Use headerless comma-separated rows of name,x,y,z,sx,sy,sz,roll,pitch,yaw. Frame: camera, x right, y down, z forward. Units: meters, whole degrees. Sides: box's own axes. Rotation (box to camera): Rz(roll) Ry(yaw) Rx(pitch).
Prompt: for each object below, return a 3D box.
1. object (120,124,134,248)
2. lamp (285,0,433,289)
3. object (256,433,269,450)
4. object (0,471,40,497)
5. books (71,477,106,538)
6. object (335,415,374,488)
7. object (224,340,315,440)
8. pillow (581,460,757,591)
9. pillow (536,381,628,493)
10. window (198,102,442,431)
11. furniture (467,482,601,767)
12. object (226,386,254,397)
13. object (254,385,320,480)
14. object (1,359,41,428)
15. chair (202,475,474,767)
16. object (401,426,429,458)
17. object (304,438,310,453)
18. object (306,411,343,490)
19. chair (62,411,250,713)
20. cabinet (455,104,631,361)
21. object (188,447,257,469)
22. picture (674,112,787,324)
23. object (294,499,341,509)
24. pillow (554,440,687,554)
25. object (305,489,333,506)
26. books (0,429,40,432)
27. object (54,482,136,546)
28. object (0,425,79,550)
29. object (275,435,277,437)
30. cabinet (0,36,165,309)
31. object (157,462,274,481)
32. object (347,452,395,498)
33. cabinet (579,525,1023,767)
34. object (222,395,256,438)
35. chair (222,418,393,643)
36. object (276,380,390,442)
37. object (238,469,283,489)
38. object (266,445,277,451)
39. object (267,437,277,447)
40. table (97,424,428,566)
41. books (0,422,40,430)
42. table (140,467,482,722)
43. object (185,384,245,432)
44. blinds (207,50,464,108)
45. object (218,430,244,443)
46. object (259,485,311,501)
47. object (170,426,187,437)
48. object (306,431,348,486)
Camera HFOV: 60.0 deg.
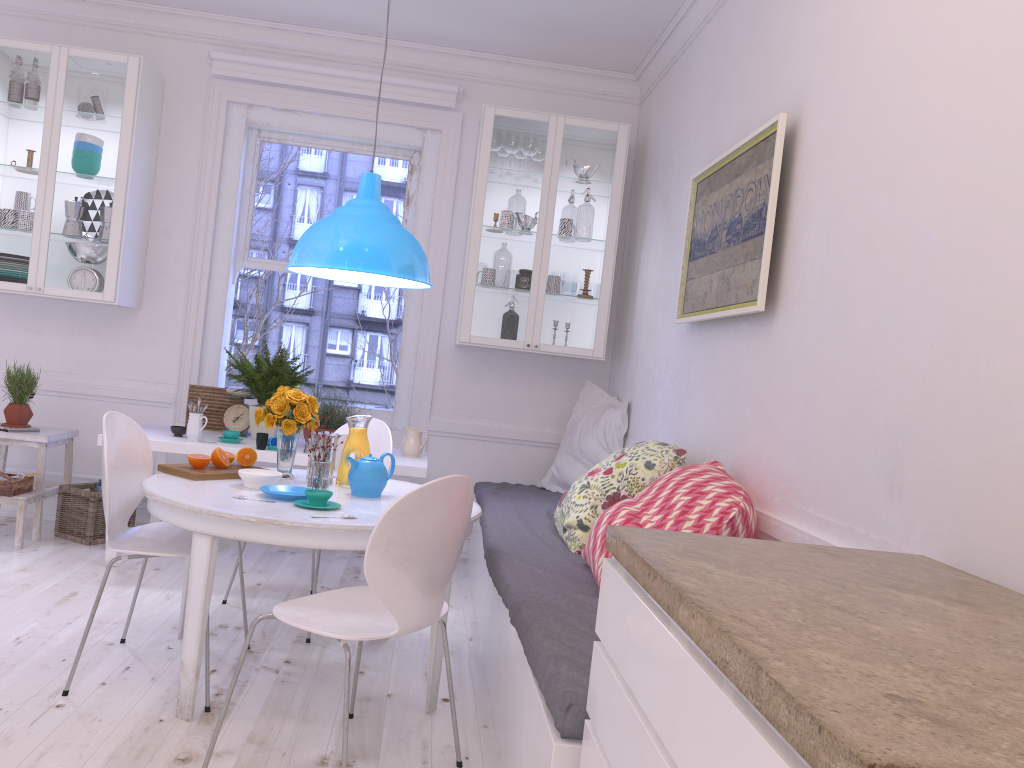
object,-2.433,-1.118,4.814,0.811,0.651,0.376,6,1,-5
lamp,-0.481,-1.375,3.424,0.568,1.948,0.568,7,1,29
object,-1.186,0.271,4.187,0.055,0.077,0.070,7,1,20
object,-2.531,0.470,4.344,0.358,0.110,0.211,6,1,-3
books,-2.181,0.645,4.689,0.221,0.306,0.205,7,1,28
object,-0.576,0.248,3.279,0.094,0.267,0.116,7,1,21
object,-1.276,0.028,4.614,0.438,0.527,0.368,6,1,-5
pillow,0.503,0.455,2.812,0.491,0.424,0.587,6,1,-3
pillow,0.435,0.306,4.928,0.374,0.642,0.677,6,1,-35
window,-1.129,-0.673,5.264,1.234,1.782,0.181,6,1,-5
furniture,0.250,0.849,3.454,0.769,0.508,3.296,6,1,-5
object,-1.439,0.043,4.726,0.164,0.047,0.163,7,1,44
object,-0.829,0.177,3.288,0.234,0.351,0.235,6,1,-40
object,-2.523,0.037,4.564,0.196,0.367,0.186,7,1,40
chair,-0.395,0.625,2.364,0.483,0.845,0.604,7,1,30
object,-0.514,0.303,4.625,0.127,0.152,0.115,6,1,-23
object,-0.968,0.299,4.272,0.066,0.067,0.052,6,1,-5
object,-0.654,0.231,3.078,0.128,0.287,0.128,6,1,-4
chair,-1.127,0.534,2.933,0.483,0.845,0.604,6,1,-5
cabinet,0.161,-0.831,5.038,0.823,1.311,0.425,6,1,-5
object,-1.073,0.265,3.243,0.129,0.075,0.285,7,1,31
picture,0.778,-0.555,3.280,0.020,0.629,0.971,6,1,-5
object,-0.610,0.379,2.782,0.147,0.011,0.147,6,1,-3
pillow,0.444,0.434,3.494,0.509,0.447,0.592,6,1,0
object,-0.608,0.359,2.781,0.088,0.043,0.088,6,1,2
books,-2.597,0.226,4.572,0.246,0.011,0.180,7,1,25
object,-2.191,0.678,4.678,0.276,0.270,0.276,7,1,28
object,-2.570,0.504,4.549,0.418,0.534,0.599,6,1,-5
object,-1.104,0.275,4.267,0.069,0.059,0.082,6,1,-28
cabinet,-2.431,-1.118,4.793,0.823,1.311,0.425,6,1,-5
object,-1.068,0.315,3.221,0.224,0.024,0.347,7,1,35
object,-0.499,0.316,3.121,0.156,0.151,0.150,6,1,-2
cabinet,0.510,0.742,1.257,0.654,0.842,1.036,6,1,-5
object,-1.447,0.170,4.718,0.159,0.208,0.185,6,1,-5
chair,-0.808,0.558,3.759,0.604,0.845,0.483,7,1,40
object,-0.924,0.167,4.553,0.668,0.367,0.531,7,1,19
object,-0.863,0.327,3.036,0.147,0.052,0.147,7,1,37
object,-1.127,0.305,4.256,0.121,0.021,0.121,7,1,35
object,-1.139,0.277,4.251,0.069,0.058,0.080,6,1,-32
table,-1.219,0.613,4.510,1.514,0.619,0.736,6,1,-5
books,-2.596,0.217,4.572,0.246,0.007,0.180,7,1,25
table,-0.705,0.687,3.072,1.140,0.629,1.140,7,1,23
object,-1.609,0.136,4.809,0.294,0.237,0.028,6,1,-5
blinds,-1.004,-1.732,5.060,1.451,0.131,0.136,6,1,-5
object,-1.375,0.259,4.341,0.121,0.055,0.121,7,1,35
object,-0.727,0.358,2.898,0.196,0.023,0.196,6,1,-18
object,-1.634,0.233,4.349,0.082,0.048,0.079,7,1,44
object,-0.688,0.275,3.295,0.101,0.186,0.122,7,1,25
